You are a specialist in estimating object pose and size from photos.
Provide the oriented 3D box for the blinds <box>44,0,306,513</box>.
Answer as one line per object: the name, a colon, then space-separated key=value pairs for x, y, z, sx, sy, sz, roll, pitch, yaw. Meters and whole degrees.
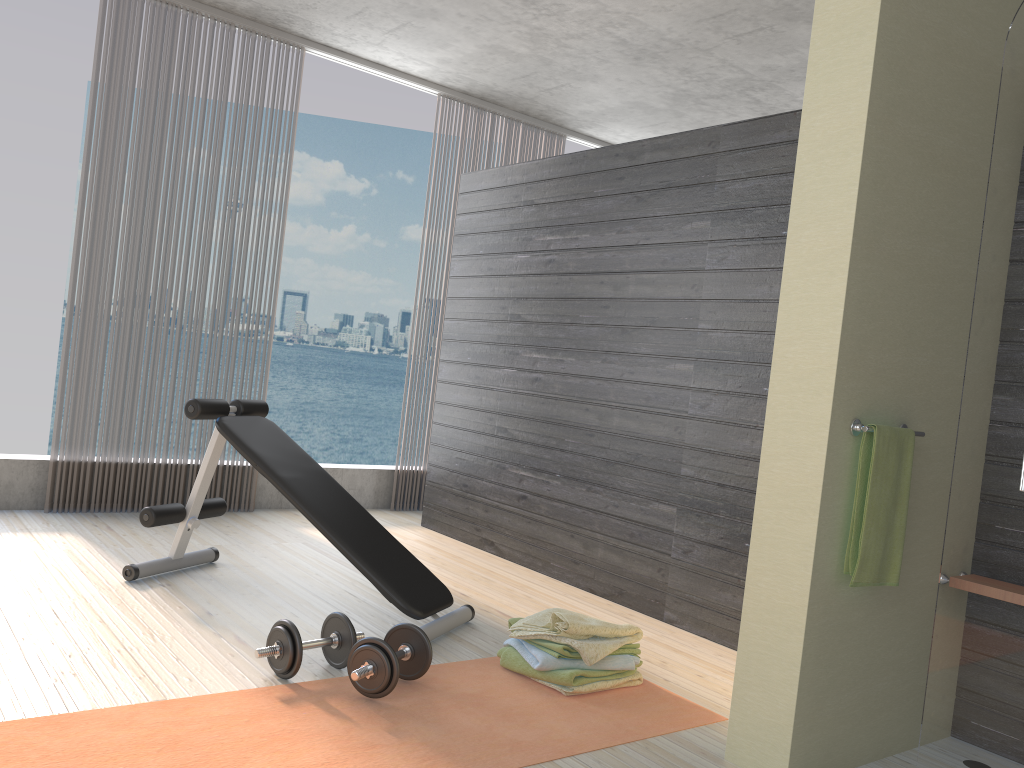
blinds: x=-1.804 y=-0.658 z=4.879 sx=1.133 sy=2.744 sz=0.069 roll=6 pitch=1 yaw=-38

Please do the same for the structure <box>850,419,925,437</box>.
structure: x=1.019 y=0.127 z=2.401 sx=0.298 sy=0.046 sz=0.052 roll=6 pitch=1 yaw=-38

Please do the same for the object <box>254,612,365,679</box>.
object: x=-0.618 y=0.805 z=2.741 sx=0.176 sy=0.176 sz=0.385 roll=7 pitch=1 yaw=44

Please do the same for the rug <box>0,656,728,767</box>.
rug: x=-0.640 y=0.895 z=2.181 sx=2.779 sy=0.002 sz=0.716 roll=6 pitch=1 yaw=-38

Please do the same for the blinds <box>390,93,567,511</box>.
blinds: x=-0.203 y=-0.490 z=6.122 sx=1.133 sy=2.744 sz=0.069 roll=6 pitch=1 yaw=-38

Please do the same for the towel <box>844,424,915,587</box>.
towel: x=0.992 y=0.327 z=2.374 sx=0.214 sy=0.433 sz=0.070 roll=6 pitch=1 yaw=-42

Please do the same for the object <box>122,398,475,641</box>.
object: x=-0.800 y=0.481 z=3.474 sx=1.312 sy=0.746 sz=0.505 roll=7 pitch=1 yaw=22

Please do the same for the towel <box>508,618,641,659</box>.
towel: x=0.215 y=0.874 z=3.038 sx=0.376 sy=0.085 sz=0.371 roll=6 pitch=1 yaw=-33

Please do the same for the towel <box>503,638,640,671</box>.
towel: x=0.198 y=0.909 z=3.017 sx=0.383 sy=0.078 sz=0.383 roll=6 pitch=1 yaw=-21

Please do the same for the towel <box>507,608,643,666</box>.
towel: x=0.216 y=0.820 z=3.010 sx=0.373 sy=0.123 sz=0.384 roll=7 pitch=1 yaw=36

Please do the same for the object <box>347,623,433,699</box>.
object: x=-0.364 y=0.826 z=2.661 sx=0.176 sy=0.176 sz=0.385 roll=7 pitch=1 yaw=24

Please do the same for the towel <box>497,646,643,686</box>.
towel: x=0.193 y=0.934 z=2.993 sx=0.380 sy=0.081 sz=0.367 roll=6 pitch=1 yaw=-40

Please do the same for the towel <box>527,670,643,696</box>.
towel: x=0.211 y=0.959 z=2.998 sx=0.376 sy=0.044 sz=0.371 roll=6 pitch=1 yaw=-39
